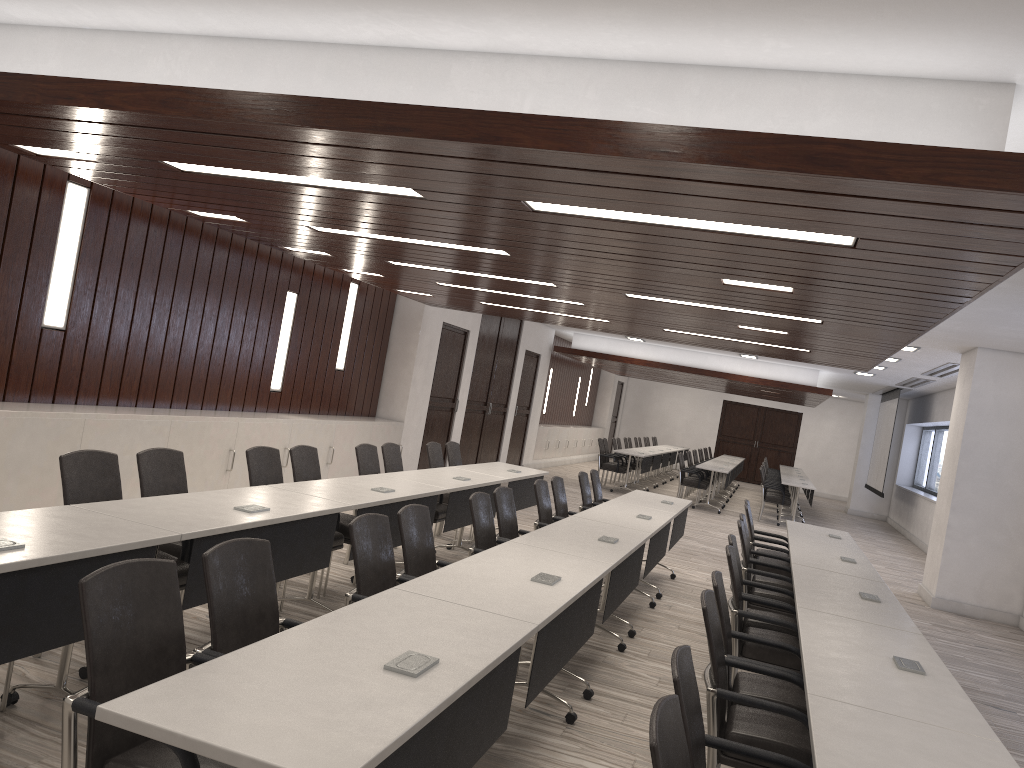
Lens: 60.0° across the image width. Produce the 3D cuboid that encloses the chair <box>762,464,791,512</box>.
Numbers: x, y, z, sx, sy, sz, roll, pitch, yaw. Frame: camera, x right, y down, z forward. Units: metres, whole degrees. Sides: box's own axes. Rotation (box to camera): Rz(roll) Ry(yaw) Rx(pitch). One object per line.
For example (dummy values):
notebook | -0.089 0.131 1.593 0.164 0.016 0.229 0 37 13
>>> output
chair | 5.308 2.146 17.930 0.638 0.939 0.513 10 0 16

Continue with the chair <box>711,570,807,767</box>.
chair | 1.119 1.357 3.893 0.638 0.939 0.513 10 0 16

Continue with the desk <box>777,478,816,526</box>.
desk | 5.130 2.181 16.115 0.577 0.795 1.509 10 0 17

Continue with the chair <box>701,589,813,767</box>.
chair | 0.965 1.328 3.392 0.638 0.939 0.513 10 0 17

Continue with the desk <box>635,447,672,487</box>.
desk | 3.151 1.849 19.895 0.577 0.795 1.509 10 0 17

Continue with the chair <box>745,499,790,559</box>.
chair | 2.413 1.601 8.262 0.638 0.939 0.513 10 0 17

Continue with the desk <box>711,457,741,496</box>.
desk | 5.018 2.180 20.912 0.577 0.795 1.509 10 0 17

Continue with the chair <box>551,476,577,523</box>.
chair | 0.568 1.274 7.236 0.638 0.939 0.513 10 0 17

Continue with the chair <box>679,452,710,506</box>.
chair | 3.447 1.816 16.916 0.638 0.939 0.513 10 0 16

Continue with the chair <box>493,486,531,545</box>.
chair | 0.135 1.192 5.791 0.638 0.939 0.513 10 0 17

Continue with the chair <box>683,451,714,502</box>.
chair | 3.743 1.872 17.860 0.638 0.939 0.513 10 0 16

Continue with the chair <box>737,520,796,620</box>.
chair | 1.847 1.494 6.304 0.638 0.939 0.513 10 0 17

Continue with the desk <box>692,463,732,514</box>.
desk | 3.719 1.935 16.548 0.577 0.795 1.509 10 0 17

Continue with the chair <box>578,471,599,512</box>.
chair | 0.859 1.329 8.194 0.638 0.939 0.513 10 0 16

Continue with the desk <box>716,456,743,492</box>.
desk | 5.452 2.262 22.372 0.577 0.795 1.509 10 0 17

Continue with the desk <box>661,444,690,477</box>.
desk | 4.454 2.095 24.269 0.577 0.795 1.509 10 0 17

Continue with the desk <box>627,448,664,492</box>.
desk | 2.720 1.768 18.446 0.577 0.795 1.509 10 0 17

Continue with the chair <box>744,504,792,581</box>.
chair | 2.280 1.576 7.758 0.638 0.939 0.513 10 0 17

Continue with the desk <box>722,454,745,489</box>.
desk | 5.886 2.344 23.829 0.577 0.795 1.509 10 0 17

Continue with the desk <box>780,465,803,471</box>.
desk | 7.298 2.589 23.395 0.577 0.795 1.509 10 0 17

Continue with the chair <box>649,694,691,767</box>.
chair | 0.545 1.249 1.940 0.638 0.939 0.513 10 0 18

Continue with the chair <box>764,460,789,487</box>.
chair | 6.174 2.309 20.835 0.638 0.939 0.513 10 0 16

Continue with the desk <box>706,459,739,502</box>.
desk | 4.584 2.098 19.454 0.577 0.795 1.509 10 0 17

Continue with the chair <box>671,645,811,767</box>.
chair | 0.681 1.275 2.443 0.638 0.939 0.513 10 0 16

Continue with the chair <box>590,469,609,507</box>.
chair | 1.011 1.357 8.698 0.638 0.939 0.513 10 0 16

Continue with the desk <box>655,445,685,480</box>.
desk | 4.020 2.013 22.812 0.577 0.795 1.509 10 0 17

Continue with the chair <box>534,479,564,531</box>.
chair | 0.416 1.246 6.735 0.638 0.939 0.513 10 0 16

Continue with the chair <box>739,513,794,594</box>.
chair | 1.991 1.521 6.806 0.638 0.939 0.513 10 0 17

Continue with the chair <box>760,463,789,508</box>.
chair | 5.575 2.196 18.883 0.638 0.939 0.513 10 0 17

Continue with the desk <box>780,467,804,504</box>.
desk | 6.864 2.507 21.938 0.577 0.795 1.509 10 0 17

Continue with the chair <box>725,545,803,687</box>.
chair | 1.411 1.412 4.844 0.638 0.939 0.513 10 0 17

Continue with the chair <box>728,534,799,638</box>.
chair | 1.548 1.438 5.350 0.638 0.939 0.513 10 0 17

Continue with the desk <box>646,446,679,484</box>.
desk | 3.585 1.931 21.352 0.577 0.795 1.509 10 0 17

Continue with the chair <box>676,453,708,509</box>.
chair | 3.307 1.790 16.403 0.638 0.939 0.513 10 0 17

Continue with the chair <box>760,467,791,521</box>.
chair | 4.858 2.061 16.476 0.638 0.939 0.513 10 0 16

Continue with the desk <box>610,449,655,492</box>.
desk | 2.286 1.686 16.989 0.577 0.795 1.509 10 0 17

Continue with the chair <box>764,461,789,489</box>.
chair | 6.018 2.280 20.334 0.638 0.939 0.513 10 0 17

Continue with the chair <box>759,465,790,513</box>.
chair | 5.142 2.115 17.435 0.638 0.939 0.513 10 0 17

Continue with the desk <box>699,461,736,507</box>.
desk | 4.153 2.017 18.006 0.577 0.795 1.509 10 0 17

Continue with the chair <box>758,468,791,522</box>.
chair | 4.708 2.033 15.976 0.638 0.939 0.513 10 0 18

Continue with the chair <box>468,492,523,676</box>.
chair | 0.001 1.167 5.278 0.638 0.939 0.513 10 0 16

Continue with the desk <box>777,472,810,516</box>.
desk | 5.995 2.344 19.020 0.577 0.795 1.509 10 0 17

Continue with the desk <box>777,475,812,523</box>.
desk | 5.564 2.262 17.572 0.577 0.795 1.509 10 0 17

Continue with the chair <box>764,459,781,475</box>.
chair | 6.442 2.360 21.796 0.638 0.939 0.513 10 0 16

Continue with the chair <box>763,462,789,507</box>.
chair | 5.726 2.225 19.385 0.638 0.939 0.513 10 0 18

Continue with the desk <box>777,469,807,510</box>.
desk | 6.429 2.425 20.478 0.577 0.795 1.509 10 0 17
